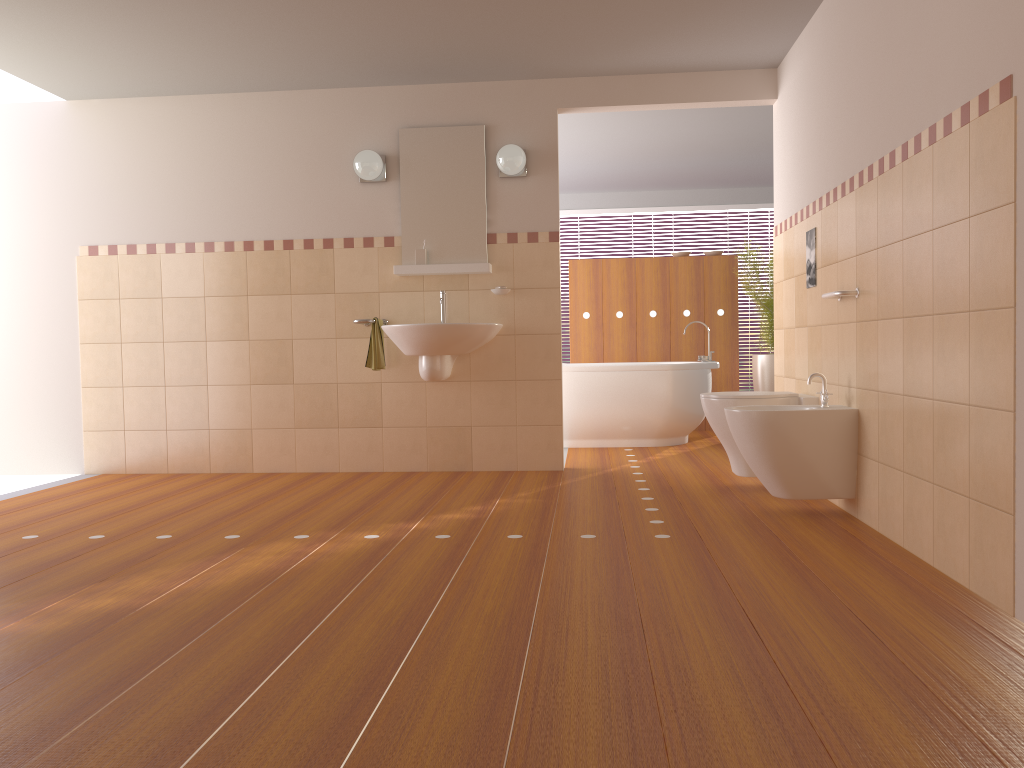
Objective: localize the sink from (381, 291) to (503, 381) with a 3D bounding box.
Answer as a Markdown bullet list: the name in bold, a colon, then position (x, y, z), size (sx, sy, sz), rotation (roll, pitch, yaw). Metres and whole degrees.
- **sink**: position (-0.408, -0.273, 4.957), size (0.683, 0.516, 0.539), rotation (-1, 2, 5)

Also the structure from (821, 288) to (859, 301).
- **structure**: position (1.359, -0.371, 3.694), size (0.091, 0.042, 0.295), rotation (-1, 2, 5)

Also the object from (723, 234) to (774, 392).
- **object**: position (2.176, -0.379, 7.003), size (0.683, 1.557, 1.335), rotation (1, 3, 37)

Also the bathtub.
- **bathtub**: position (0.616, -0.008, 6.702), size (1.874, 0.900, 0.888), rotation (-1, 2, 5)

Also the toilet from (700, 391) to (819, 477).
- **toilet**: position (1.207, 0.244, 4.398), size (0.534, 0.400, 0.375), rotation (-1, 2, 5)

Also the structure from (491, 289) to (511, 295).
- **structure**: position (-0.068, -0.534, 5.139), size (0.117, 0.029, 0.092), rotation (-1, 2, 5)

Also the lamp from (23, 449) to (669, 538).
- **lamp**: position (-0.865, 0.542, 4.897), size (3.173, 0.001, 2.893), rotation (-1, 2, 5)

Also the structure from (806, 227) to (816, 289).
- **structure**: position (1.444, -0.606, 4.284), size (0.005, 0.279, 0.170), rotation (-1, 2, 5)

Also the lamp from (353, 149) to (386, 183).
- **lamp**: position (-0.826, -1.260, 5.117), size (0.173, 0.173, 0.209), rotation (-1, 2, 5)

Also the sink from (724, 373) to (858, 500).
- **sink**: position (1.158, 0.214, 3.735), size (0.515, 0.517, 0.335), rotation (-1, 2, 5)

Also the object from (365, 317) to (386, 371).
- **object**: position (-0.762, -0.228, 5.085), size (0.085, 0.306, 0.181), rotation (0, 2, 21)

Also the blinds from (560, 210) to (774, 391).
- **blinds**: position (0.962, -0.688, 8.983), size (4.712, 2.022, 0.032), rotation (-1, 2, 5)

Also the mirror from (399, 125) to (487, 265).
- **mirror**: position (-0.402, -1.097, 5.175), size (0.502, 0.799, 0.008), rotation (-1, 2, 5)

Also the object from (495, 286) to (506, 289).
- **object**: position (-0.066, -0.556, 5.139), size (0.050, 0.023, 0.075), rotation (-2, 3, -30)

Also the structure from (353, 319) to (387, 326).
- **structure**: position (-0.822, -0.356, 5.090), size (0.142, 0.042, 0.333), rotation (-1, 2, 5)

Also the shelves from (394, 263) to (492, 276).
- **shelves**: position (-0.398, -0.663, 5.140), size (0.554, 0.050, 0.138), rotation (-1, 2, 5)

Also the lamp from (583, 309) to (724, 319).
- **lamp**: position (1.185, -0.589, 7.450), size (1.169, 0.052, 0.001), rotation (-1, 2, 5)

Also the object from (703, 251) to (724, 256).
- **object**: position (1.708, -1.096, 7.518), size (0.173, 0.046, 0.173), rotation (-1, 2, 5)

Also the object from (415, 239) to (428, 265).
- **object**: position (-0.525, -0.760, 5.140), size (0.063, 0.149, 0.073), rotation (-1, 2, 5)

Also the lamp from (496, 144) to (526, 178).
- **lamp**: position (-0.003, -1.273, 5.046), size (0.173, 0.173, 0.209), rotation (-1, 2, 5)

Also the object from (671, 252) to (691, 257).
- **object**: position (1.438, -1.091, 7.541), size (0.173, 0.046, 0.173), rotation (-1, 2, 5)
